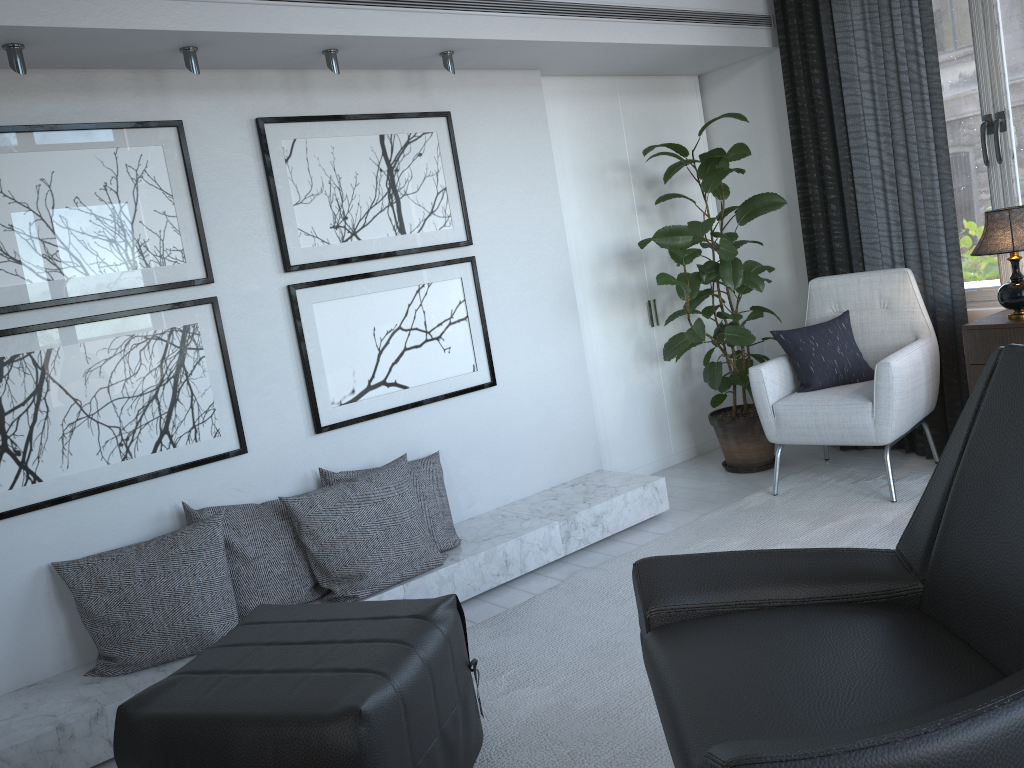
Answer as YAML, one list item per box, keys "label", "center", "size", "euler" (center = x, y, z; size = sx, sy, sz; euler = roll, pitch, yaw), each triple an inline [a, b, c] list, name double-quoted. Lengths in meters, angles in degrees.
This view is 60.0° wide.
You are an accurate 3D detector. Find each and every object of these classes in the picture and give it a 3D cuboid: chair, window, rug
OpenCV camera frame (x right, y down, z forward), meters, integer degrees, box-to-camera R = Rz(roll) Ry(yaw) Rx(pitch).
- label: "chair"
  center: [-0.682, 0.513, 2.825]
  size: [1.342, 0.429, 0.390]
  euler: [-15, 8, -36]
- label: "chair"
  center: [1.371, -0.018, 3.621]
  size: [0.593, 0.820, 0.616]
  euler: [-4, 8, 43]
- label: "window"
  center: [1.828, -1.449, 3.437]
  size: [0.134, 2.314, 1.267]
  euler: [-14, 7, -37]
- label: "rug"
  center: [-0.751, 1.182, 0.443]
  size: [7.806, 0.032, 2.953]
  euler: [-15, 10, -37]
- label: "chair"
  center: [0.635, 0.394, 1.492]
  size: [0.804, 0.807, 0.844]
  euler: [-9, 7, 1]

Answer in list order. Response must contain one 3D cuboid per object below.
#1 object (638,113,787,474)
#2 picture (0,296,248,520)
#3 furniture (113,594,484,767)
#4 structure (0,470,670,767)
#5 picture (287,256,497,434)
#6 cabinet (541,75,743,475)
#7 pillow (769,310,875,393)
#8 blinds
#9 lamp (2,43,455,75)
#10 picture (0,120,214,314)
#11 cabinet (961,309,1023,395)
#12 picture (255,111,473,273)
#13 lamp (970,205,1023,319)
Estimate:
- label: "object"
  center: [0.925, -0.375, 3.944]
  size: [0.639, 1.583, 0.940]
  euler: [-9, 6, 8]
- label: "picture"
  center: [-1.222, 0.055, 2.657]
  size: [0.795, 0.521, 0.020]
  euler: [-15, 8, -37]
- label: "furniture"
  center: [-0.423, 0.741, 1.933]
  size: [0.598, 0.376, 0.617]
  euler: [-7, 7, 16]
- label: "structure"
  center: [-2.281, 1.208, 1.576]
  size: [7.241, 0.134, 0.393]
  euler: [-15, 9, -37]
- label: "picture"
  center: [-0.414, -0.166, 3.283]
  size: [0.795, 0.521, 0.020]
  euler: [-15, 8, -37]
- label: "cabinet"
  center: [0.594, -0.522, 4.316]
  size: [1.177, 1.888, 0.191]
  euler: [-14, 7, -37]
- label: "pillow"
  center: [1.296, -0.132, 3.676]
  size: [0.357, 0.294, 0.253]
  euler: [-11, 7, -10]
- label: "blinds"
  center: [2.179, -1.298, 2.808]
  size: [0.189, 3.265, 3.210]
  euler: [-14, 8, -37]
- label: "lamp"
  center: [-1.856, -0.707, 1.927]
  size: [4.273, 0.081, 0.053]
  euler: [-15, 8, -37]
- label: "picture"
  center: [-1.313, -0.498, 2.602]
  size: [0.795, 0.521, 0.020]
  euler: [-15, 8, -37]
- label: "cabinet"
  center: [2.262, 0.051, 2.827]
  size: [0.388, 0.610, 1.398]
  euler: [-14, 9, -37]
- label: "picture"
  center: [-0.507, -0.719, 3.230]
  size: [0.795, 0.521, 0.020]
  euler: [-15, 8, -37]
- label: "lamp"
  center: [1.809, -0.435, 3.185]
  size: [0.281, 0.396, 0.281]
  euler: [-11, 6, -11]
